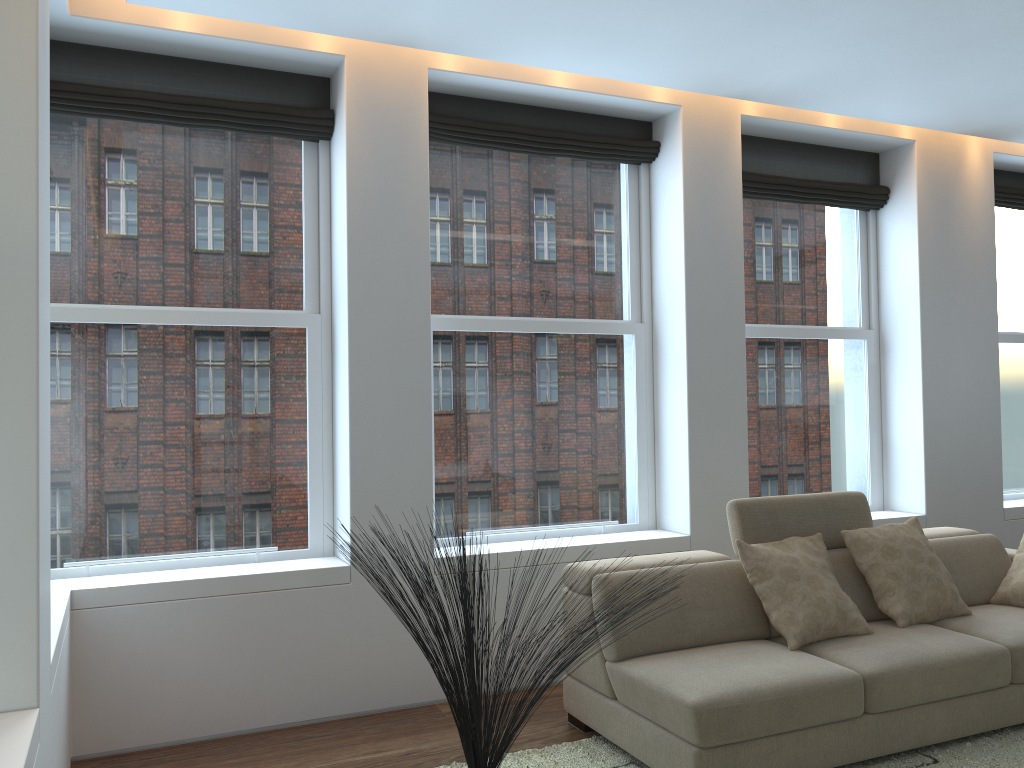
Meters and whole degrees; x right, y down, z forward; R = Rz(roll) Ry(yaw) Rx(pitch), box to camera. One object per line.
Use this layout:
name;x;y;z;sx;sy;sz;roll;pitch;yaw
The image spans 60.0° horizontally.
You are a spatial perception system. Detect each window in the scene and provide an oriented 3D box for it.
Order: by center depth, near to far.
window;0.139;-0.294;4.802;1.444;2.400;0.123;0;-2;-24
window;1.778;-0.301;5.532;1.345;2.400;0.123;0;-2;-24
window;3.668;-0.308;6.373;1.391;2.400;0.123;0;-2;-24
window;-9.638;0.525;7.171;13.698;17.917;34.761;0;-2;-24

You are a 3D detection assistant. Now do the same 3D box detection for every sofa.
sofa;1.584;0.987;3.963;2.581;0.950;1.018;0;-2;-24

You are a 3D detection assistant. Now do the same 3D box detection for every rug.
rug;2.088;1.414;2.788;4.231;0.020;2.972;0;-2;-24

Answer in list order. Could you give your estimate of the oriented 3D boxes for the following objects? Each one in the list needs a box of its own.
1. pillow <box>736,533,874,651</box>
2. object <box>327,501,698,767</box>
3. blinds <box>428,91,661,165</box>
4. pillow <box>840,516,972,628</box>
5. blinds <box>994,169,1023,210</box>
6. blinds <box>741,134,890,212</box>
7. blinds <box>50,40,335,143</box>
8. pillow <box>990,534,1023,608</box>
pillow;1.244;0.870;3.815;0.519;0.416;0.368;0;-2;-29
object;0.014;0.937;3.034;1.125;1.014;1.119;0;-2;-38
blinds;0.150;-1.370;4.774;1.442;0.275;0.156;0;-2;-24
pillow;1.810;0.857;4.081;0.534;0.439;0.301;0;-2;-28
blinds;3.676;-1.383;6.344;1.396;0.275;0.156;0;-2;-24
blinds;1.788;-1.317;5.501;1.342;0.393;0.156;0;-2;-24
blinds;-1.509;-1.337;4.035;1.377;0.327;0.156;0;-2;-24
pillow;2.601;0.869;4.173;0.395;0.393;0.518;0;-2;-27
